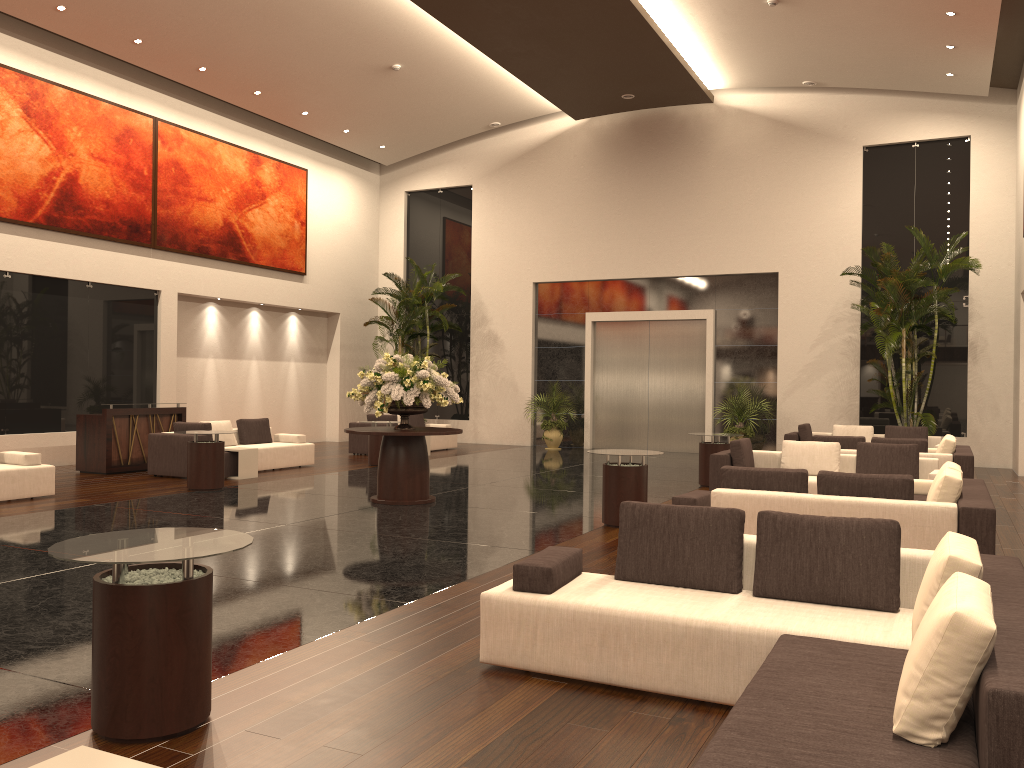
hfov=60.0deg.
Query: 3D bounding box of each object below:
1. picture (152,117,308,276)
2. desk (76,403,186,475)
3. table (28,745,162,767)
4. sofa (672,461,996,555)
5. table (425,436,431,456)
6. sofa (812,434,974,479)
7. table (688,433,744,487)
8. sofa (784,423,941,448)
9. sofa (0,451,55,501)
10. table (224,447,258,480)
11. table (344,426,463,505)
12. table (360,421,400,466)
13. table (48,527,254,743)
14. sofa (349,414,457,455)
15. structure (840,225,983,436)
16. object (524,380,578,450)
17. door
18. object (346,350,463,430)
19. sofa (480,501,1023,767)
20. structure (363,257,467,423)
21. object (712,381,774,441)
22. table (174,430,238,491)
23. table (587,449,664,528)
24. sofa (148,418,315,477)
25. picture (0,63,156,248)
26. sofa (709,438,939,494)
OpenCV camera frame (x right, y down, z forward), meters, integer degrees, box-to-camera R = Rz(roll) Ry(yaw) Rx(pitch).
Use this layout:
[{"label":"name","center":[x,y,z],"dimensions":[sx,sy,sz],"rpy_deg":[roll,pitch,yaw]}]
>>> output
[{"label":"picture","center":[-5.894,-3.856,19.075],"dimensions":[0.070,2.526,4.515],"rpy_deg":[1,0,26]},{"label":"desk","center":[-6.331,0.880,14.871],"dimensions":[0.760,1.114,1.634],"rpy_deg":[1,0,26]},{"label":"table","center":[-1.154,1.276,2.297],"dimensions":[0.400,0.460,0.400],"rpy_deg":[1,0,26]},{"label":"sofa","center":[3.027,1.131,8.381],"dimensions":[2.586,0.862,3.366],"rpy_deg":[1,0,26]},{"label":"table","center":[-1.980,1.269,18.528],"dimensions":[0.400,0.460,0.400],"rpy_deg":[1,0,26]},{"label":"sofa","center":[5.524,1.165,13.475],"dimensions":[2.586,0.862,3.366],"rpy_deg":[1,0,26]},{"label":"table","center":[3.107,1.165,13.553],"dimensions":[0.833,0.795,0.844],"rpy_deg":[1,0,-13]},{"label":"sofa","center":[6.416,1.178,15.954],"dimensions":[2.846,0.862,1.291],"rpy_deg":[1,0,26]},{"label":"sofa","center":[-6.784,1.000,10.216],"dimensions":[1.291,0.862,2.846],"rpy_deg":[1,0,26]},{"label":"table","center":[-4.264,1.237,13.868],"dimensions":[0.400,0.460,0.400],"rpy_deg":[1,0,26]},{"label":"table","center":[-1.392,1.042,11.392],"dimensions":[1.498,0.921,1.498],"rpy_deg":[1,0,17]},{"label":"table","center":[-2.385,1.093,16.245],"dimensions":[0.833,0.795,0.844],"rpy_deg":[1,0,-13]},{"label":"table","center":[-1.584,1.100,3.920],"dimensions":[0.844,0.795,0.833],"rpy_deg":[1,0,-25]},{"label":"sofa","center":[-2.223,1.064,19.522],"dimensions":[1.291,0.862,2.846],"rpy_deg":[1,0,26]},{"label":"structure","center":[7.654,-0.679,17.017],"dimensions":[2.436,4.611,2.531],"rpy_deg":[1,0,-2]},{"label":"object","center":[0.990,0.698,20.897],"dimensions":[1.373,1.682,1.297],"rpy_deg":[1,0,-31]},{"label":"door","center":[3.200,0.041,20.730],"dimensions":[2.767,3.048,0.040],"rpy_deg":[1,0,26]},{"label":"object","center":[-1.355,0.034,11.379],"dimensions":[1.453,1.097,1.402],"rpy_deg":[1,0,-18]},{"label":"sofa","center":[0.688,1.098,3.569],"dimensions":[2.586,0.862,3.366],"rpy_deg":[1,0,26]},{"label":"structure","center":[-2.364,-0.811,22.088],"dimensions":[2.436,4.611,2.531],"rpy_deg":[1,0,-2]},{"label":"object","center":[4.857,0.749,18.943],"dimensions":[1.373,1.682,1.297],"rpy_deg":[1,0,-26]},{"label":"table","center":[-4.262,1.067,12.352],"dimensions":[0.833,0.795,0.844],"rpy_deg":[1,0,-13]},{"label":"table","center":[1.230,1.139,9.660],"dimensions":[0.833,0.795,0.844],"rpy_deg":[1,0,-13]},{"label":"sofa","center":[-4.507,1.032,14.861],"dimensions":[1.291,0.862,2.846],"rpy_deg":[1,0,26]},{"label":"picture","center":[-7.884,-3.884,15.015],"dimensions":[0.070,2.526,4.515],"rpy_deg":[1,0,26]},{"label":"sofa","center":[3.919,1.143,10.860],"dimensions":[2.846,0.862,1.291],"rpy_deg":[1,0,26]}]
